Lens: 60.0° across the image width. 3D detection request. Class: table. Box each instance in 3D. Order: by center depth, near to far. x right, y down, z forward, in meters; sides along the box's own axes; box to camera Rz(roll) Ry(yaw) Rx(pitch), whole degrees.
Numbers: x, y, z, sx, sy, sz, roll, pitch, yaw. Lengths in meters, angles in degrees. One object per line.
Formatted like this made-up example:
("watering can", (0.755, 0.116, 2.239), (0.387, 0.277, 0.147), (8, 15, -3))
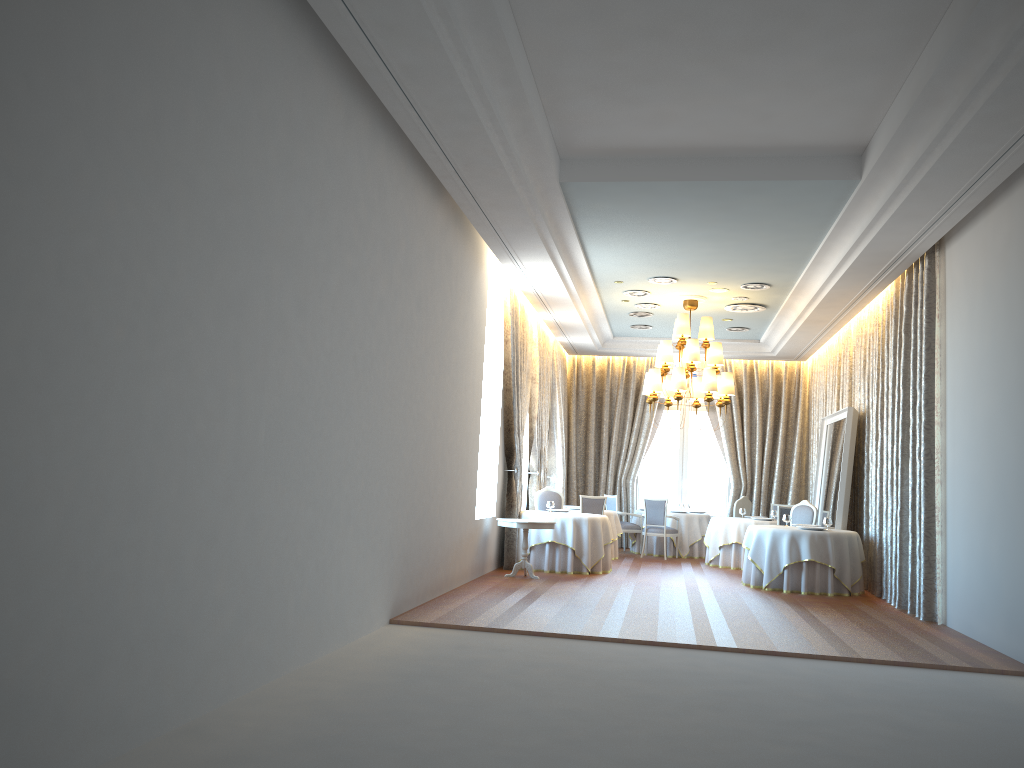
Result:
("table", (0.182, 2.261, 12.080), (0.761, 0.801, 0.760), (8, -8, -40))
("table", (4.097, 2.481, 12.515), (1.663, 0.890, 1.667), (3, -6, -1))
("table", (0.720, 2.418, 13.559), (1.663, 0.890, 1.667), (3, -6, -1))
("table", (4.242, 2.821, 15.582), (1.663, 0.890, 1.667), (0, -7, 24))
("table", (1.173, 2.721, 16.142), (1.667, 0.890, 1.663), (3, -6, 4))
("table", (3.179, 2.985, 17.613), (1.667, 0.890, 1.663), (0, -7, 29))

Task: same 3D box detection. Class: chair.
("chair", (4.214, 2.366, 13.439), (0.690, 1.233, 0.563), (7, -7, -30))
("chair", (0.671, 2.287, 14.412), (0.563, 1.233, 0.690), (5, -6, -15))
("chair", (4.390, 2.558, 14.601), (0.650, 1.108, 0.629), (5, -7, -20))
("chair", (1.261, 2.446, 15.070), (0.650, 1.108, 0.629), (5, -6, -15))
("chair", (2.734, 2.681, 16.531), (0.650, 1.108, 0.629), (0, -7, 25))
("chair", (5.029, 2.814, 16.661), (0.650, 1.108, 0.629), (-1, -7, 30))
("chair", (4.170, 2.749, 16.992), (0.563, 1.233, 0.690), (8, -8, -40))
("chair", (2.162, 2.742, 17.374), (0.629, 1.108, 0.650), (6, -7, -25))

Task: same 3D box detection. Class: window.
("window", (3.700, 1.134, 19.086), (1.881, 3.306, 0.196), (2, -6, 10))

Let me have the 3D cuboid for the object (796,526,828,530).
("object", (4.100, 1.971, 12.115), (0.419, 0.036, 0.419), (2, -6, 9))

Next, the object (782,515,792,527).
("object", (3.986, 1.980, 12.852), (0.128, 0.165, 0.128), (-2, -8, 40))

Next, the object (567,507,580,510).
("object", (1.181, 2.210, 15.726), (0.419, 0.036, 0.419), (2, -6, 9))

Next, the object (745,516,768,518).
("object", (4.419, 2.413, 16.046), (0.419, 0.036, 0.419), (2, -6, 9))

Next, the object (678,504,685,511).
("object", (3.353, 2.453, 17.528), (0.128, 0.165, 0.128), (2, -6, 10))

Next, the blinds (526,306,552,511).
("blinds", (0.535, 0.665, 15.961), (0.335, 4.969, 2.257), (2, -6, 10))

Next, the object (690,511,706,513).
("object", (3.678, 2.545, 17.620), (0.419, 0.036, 0.419), (2, -6, 9))

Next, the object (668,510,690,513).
("object", (3.243, 2.478, 17.214), (0.419, 0.036, 0.419), (2, -6, 9))

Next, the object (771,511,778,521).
("object", (4.575, 2.293, 15.459), (0.128, 0.165, 0.128), (2, -6, 10))

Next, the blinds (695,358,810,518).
("blinds", (4.999, 1.165, 18.434), (2.476, 4.901, 0.386), (2, -6, 10))

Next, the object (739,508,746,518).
("object", (4.143, 2.321, 15.928), (0.128, 0.165, 0.128), (2, -6, 10))

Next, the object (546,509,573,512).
("object", (0.746, 2.003, 14.022), (0.419, 0.036, 0.419), (2, -6, 9))

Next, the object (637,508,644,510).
("object", (2.692, 2.492, 17.606), (0.419, 0.036, 0.419), (2, -6, 9))

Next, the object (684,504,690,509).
("object", (3.541, 2.506, 17.924), (0.128, 0.165, 0.128), (2, -6, 10))

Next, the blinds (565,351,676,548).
("blinds", (2.170, 1.072, 18.938), (2.535, 4.901, 0.386), (2, -6, 10))

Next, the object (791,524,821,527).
("object", (4.298, 2.073, 12.959), (0.419, 0.036, 0.419), (2, -6, 9))

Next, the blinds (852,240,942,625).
("blinds", (5.008, 0.439, 11.880), (0.238, 4.819, 4.439), (2, -6, 10))

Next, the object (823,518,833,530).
("object", (4.382, 1.942, 12.310), (0.128, 0.165, 0.128), (2, -6, 10))

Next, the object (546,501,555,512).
("object", (0.597, 1.900, 13.741), (0.128, 0.165, 0.128), (4, -6, -8))

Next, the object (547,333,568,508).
("object", (0.963, 0.964, 18.087), (0.386, 4.901, 2.121), (2, -6, 10))

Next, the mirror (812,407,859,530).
("mirror", (5.009, 1.730, 13.944), (0.385, 2.564, 2.251), (2, -6, 10))

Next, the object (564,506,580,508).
("object", (1.134, 2.308, 16.653), (0.419, 0.036, 0.419), (2, -6, 9))

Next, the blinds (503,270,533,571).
("blinds", (0.097, 0.381, 13.557), (0.315, 4.930, 2.204), (2, -6, 10))

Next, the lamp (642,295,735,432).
("lamp", (2.792, -0.318, 14.007), (1.373, 2.121, 1.373), (9, -8, -42))

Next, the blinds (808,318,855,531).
("blinds", (5.746, 0.941, 16.160), (0.238, 4.819, 4.439), (2, -6, 10))

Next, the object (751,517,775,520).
("object", (4.318, 2.320, 15.238), (0.419, 0.036, 0.419), (2, -6, 9))
